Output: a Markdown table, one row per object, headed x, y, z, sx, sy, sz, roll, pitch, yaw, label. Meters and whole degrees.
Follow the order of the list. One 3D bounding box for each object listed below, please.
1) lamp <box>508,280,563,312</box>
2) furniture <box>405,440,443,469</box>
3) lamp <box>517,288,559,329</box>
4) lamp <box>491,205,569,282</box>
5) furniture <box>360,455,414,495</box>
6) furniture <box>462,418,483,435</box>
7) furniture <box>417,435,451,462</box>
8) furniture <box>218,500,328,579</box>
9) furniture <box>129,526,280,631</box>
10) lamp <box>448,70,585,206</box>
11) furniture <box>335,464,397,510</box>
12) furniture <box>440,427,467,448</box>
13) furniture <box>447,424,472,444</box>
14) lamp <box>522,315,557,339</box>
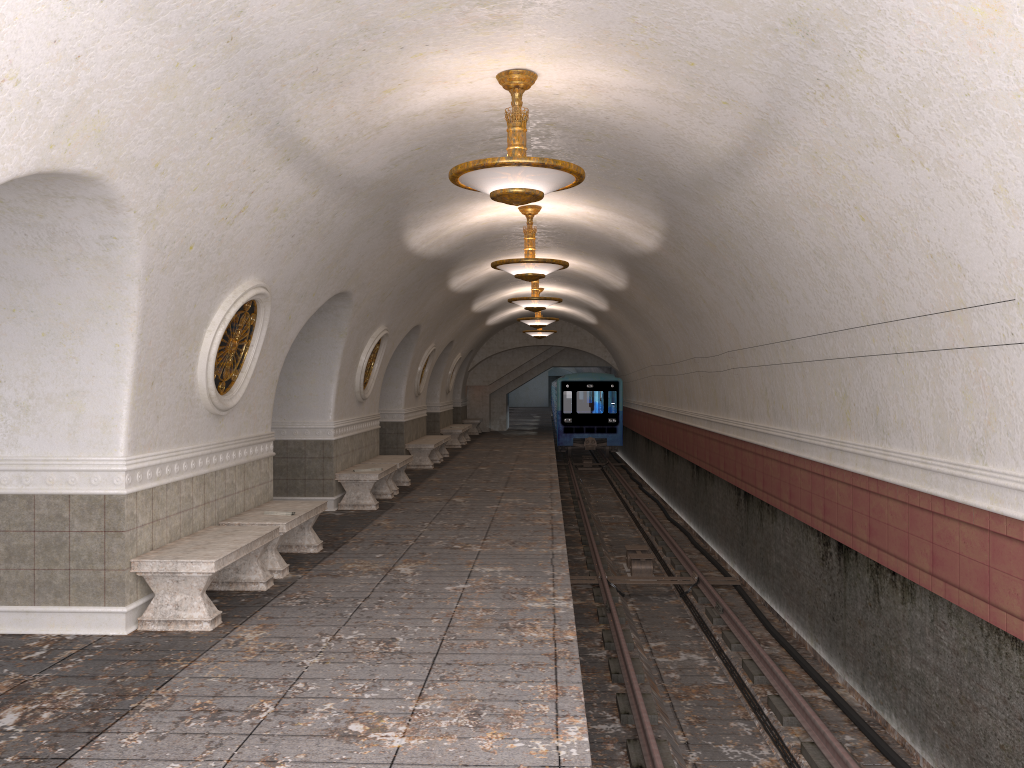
| x | y | z | sx | sy | sz | roll | pitch | yaw | label |
| --- | --- | --- | --- | --- | --- | --- | --- | --- | --- |
| 0.423 | -1.787 | 16.233 | 1.008 | 0.955 | 1.008 | 0 | 0 | 18 | lamp |
| -1.870 | 1.492 | 18.983 | 0.613 | 0.508 | 1.509 | 0 | 0 | 2 | furniture |
| 0.616 | -1.785 | 21.057 | 1.008 | 0.955 | 1.008 | 0 | 0 | 18 | lamp |
| 0.230 | -1.789 | 11.407 | 1.008 | 0.955 | 1.008 | 0 | 0 | -14 | lamp |
| -2.044 | 1.490 | 14.647 | 0.613 | 0.508 | 1.509 | 0 | 0 | 2 | furniture |
| -1.381 | 1.497 | 31.238 | 0.613 | 0.508 | 1.509 | 0 | 0 | 2 | furniture |
| -1.803 | 1.493 | 20.663 | 0.613 | 0.508 | 1.509 | 0 | 0 | 2 | furniture |
| -2.283 | 1.488 | 8.643 | 0.613 | 0.508 | 1.509 | 0 | 0 | 2 | furniture |
| -2.351 | 1.487 | 6.963 | 0.613 | 0.508 | 1.509 | 0 | 0 | 2 | furniture |
| 0.036 | -1.791 | 6.548 | 1.008 | 0.955 | 1.008 | 0 | 0 | -14 | lamp |
| -2.111 | 1.489 | 12.967 | 0.613 | 0.508 | 1.509 | 0 | 0 | 2 | furniture |
| -1.632 | 1.495 | 24.941 | 0.613 | 0.508 | 1.509 | 0 | 0 | 2 | furniture |
| -1.565 | 1.495 | 26.621 | 0.613 | 0.508 | 1.509 | 0 | 0 | 2 | furniture |
| 0.808 | -1.783 | 25.883 | 1.008 | 0.955 | 1.008 | 0 | 0 | -42 | lamp |
